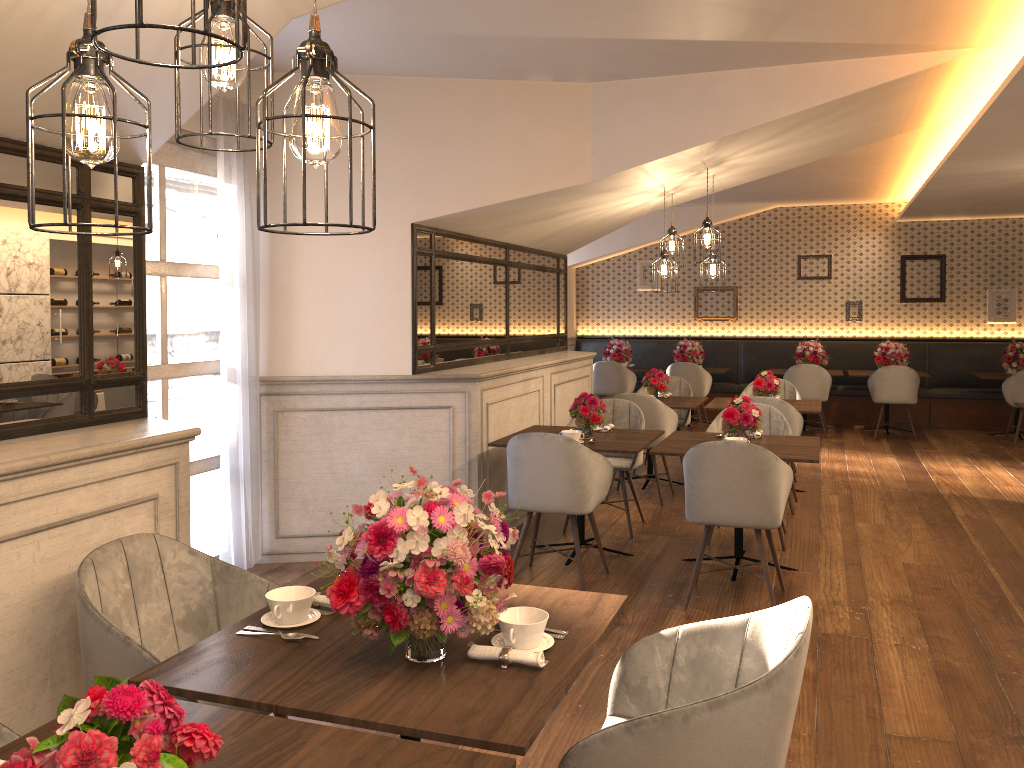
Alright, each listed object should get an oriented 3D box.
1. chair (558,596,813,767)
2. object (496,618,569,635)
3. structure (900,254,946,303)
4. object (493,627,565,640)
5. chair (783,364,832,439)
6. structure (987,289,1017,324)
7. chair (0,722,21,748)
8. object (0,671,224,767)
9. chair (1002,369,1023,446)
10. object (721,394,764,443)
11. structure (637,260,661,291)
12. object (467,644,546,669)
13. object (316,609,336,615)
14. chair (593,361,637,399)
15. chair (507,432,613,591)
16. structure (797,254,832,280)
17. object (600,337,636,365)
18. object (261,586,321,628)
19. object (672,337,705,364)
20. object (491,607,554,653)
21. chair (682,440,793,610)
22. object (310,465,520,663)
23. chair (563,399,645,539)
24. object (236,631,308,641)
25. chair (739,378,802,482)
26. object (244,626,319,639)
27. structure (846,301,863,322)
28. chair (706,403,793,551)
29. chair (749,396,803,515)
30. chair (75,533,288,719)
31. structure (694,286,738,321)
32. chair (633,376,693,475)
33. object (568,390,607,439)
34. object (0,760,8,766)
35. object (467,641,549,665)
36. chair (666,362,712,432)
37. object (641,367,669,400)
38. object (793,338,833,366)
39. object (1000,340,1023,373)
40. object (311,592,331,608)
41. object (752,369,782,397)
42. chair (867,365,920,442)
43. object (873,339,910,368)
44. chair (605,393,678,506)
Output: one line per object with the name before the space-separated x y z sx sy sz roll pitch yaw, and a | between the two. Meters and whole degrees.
chair | 0.396 0.906 1.988 0.526 0.871 0.566 1 3 19
object | 0.045 0.598 2.191 0.197 0.015 0.043 1 5 16
structure | 5.374 -1.375 11.582 0.544 0.631 0.035 1 2 19
object | 0.026 0.606 2.160 0.211 0.004 0.022 1 5 19
chair | 3.526 0.182 10.580 0.565 0.871 0.527 1 2 19
structure | 6.240 -0.990 11.278 0.340 0.439 0.035 1 2 19
chair | -1.175 0.950 1.529 0.526 0.871 0.566 1 3 19
object | -0.537 0.540 1.183 0.234 0.301 0.305 2 4 39
chair | 5.765 0.239 9.789 0.565 0.871 0.527 1 2 19
object | 1.344 0.203 5.156 0.234 0.301 0.305 2 4 39
structure | 1.974 -1.570 12.773 0.340 0.439 0.035 1 2 19
object | -0.013 0.605 1.970 0.175 0.039 0.056 1 4 19
object | -0.525 0.585 2.318 0.192 0.024 0.025 1 3 19
chair | 1.286 0.124 11.372 0.565 0.871 0.527 1 2 19
chair | 0.241 0.667 4.878 0.565 0.871 0.527 1 2 19
structure | 4.110 -1.584 12.027 0.449 0.344 0.016 1 2 19
object | 1.425 -0.420 11.939 0.420 0.425 0.406 -2 3 -28
object | -0.561 0.567 2.246 0.148 0.072 0.148 -2 5 -28
object | 2.317 -0.397 11.619 0.419 0.425 0.406 0 3 8
object | 0.025 0.579 2.077 0.148 0.072 0.148 -2 5 -28
chair | 1.146 0.690 4.558 0.565 0.871 0.527 1 2 19
object | -0.196 0.407 2.016 0.419 0.425 0.406 0 3 8
chair | 0.654 0.561 6.140 0.565 0.871 0.527 1 2 19
object | -0.580 0.605 2.133 0.197 0.015 0.043 1 5 16
chair | 2.333 0.399 8.011 0.565 0.871 0.527 1 2 19
object | -0.562 0.608 2.165 0.211 0.004 0.022 1 5 19
structure | 4.588 -0.976 11.871 0.216 0.277 0.018 1 2 19
chair | 1.559 0.584 5.820 0.565 0.871 0.527 1 2 19
chair | 1.920 0.506 6.748 0.565 0.871 0.527 1 2 19
chair | -0.862 0.875 2.414 0.526 0.871 0.566 1 3 19
structure | 2.871 -1.131 12.467 0.601 0.485 0.032 1 2 19
chair | 1.429 0.376 8.330 0.565 0.871 0.527 1 2 19
object | 0.455 0.181 5.457 0.234 0.301 0.306 0 3 -5
object | -0.834 0.649 1.475 0.175 0.039 0.056 1 4 19
object | -0.010 0.609 2.006 0.192 0.024 0.025 1 3 19
chair | 2.190 0.147 11.052 0.565 0.871 0.527 1 2 19
object | 1.229 -0.003 7.645 0.234 0.301 0.306 0 3 -5
object | 3.782 -0.367 11.196 0.420 0.425 0.406 -2 3 -27
object | 5.946 -0.305 10.339 0.420 0.425 0.406 -2 3 -28
object | -0.523 0.575 2.354 0.175 0.039 0.056 1 4 19
object | 2.118 0.019 7.344 0.234 0.301 0.305 2 4 39
chair | 4.430 0.205 10.261 0.565 0.871 0.527 1 2 19
object | 4.627 -0.338 10.791 0.420 0.425 0.406 1 3 22
chair | 1.016 0.482 7.068 0.565 0.871 0.527 1 2 19
